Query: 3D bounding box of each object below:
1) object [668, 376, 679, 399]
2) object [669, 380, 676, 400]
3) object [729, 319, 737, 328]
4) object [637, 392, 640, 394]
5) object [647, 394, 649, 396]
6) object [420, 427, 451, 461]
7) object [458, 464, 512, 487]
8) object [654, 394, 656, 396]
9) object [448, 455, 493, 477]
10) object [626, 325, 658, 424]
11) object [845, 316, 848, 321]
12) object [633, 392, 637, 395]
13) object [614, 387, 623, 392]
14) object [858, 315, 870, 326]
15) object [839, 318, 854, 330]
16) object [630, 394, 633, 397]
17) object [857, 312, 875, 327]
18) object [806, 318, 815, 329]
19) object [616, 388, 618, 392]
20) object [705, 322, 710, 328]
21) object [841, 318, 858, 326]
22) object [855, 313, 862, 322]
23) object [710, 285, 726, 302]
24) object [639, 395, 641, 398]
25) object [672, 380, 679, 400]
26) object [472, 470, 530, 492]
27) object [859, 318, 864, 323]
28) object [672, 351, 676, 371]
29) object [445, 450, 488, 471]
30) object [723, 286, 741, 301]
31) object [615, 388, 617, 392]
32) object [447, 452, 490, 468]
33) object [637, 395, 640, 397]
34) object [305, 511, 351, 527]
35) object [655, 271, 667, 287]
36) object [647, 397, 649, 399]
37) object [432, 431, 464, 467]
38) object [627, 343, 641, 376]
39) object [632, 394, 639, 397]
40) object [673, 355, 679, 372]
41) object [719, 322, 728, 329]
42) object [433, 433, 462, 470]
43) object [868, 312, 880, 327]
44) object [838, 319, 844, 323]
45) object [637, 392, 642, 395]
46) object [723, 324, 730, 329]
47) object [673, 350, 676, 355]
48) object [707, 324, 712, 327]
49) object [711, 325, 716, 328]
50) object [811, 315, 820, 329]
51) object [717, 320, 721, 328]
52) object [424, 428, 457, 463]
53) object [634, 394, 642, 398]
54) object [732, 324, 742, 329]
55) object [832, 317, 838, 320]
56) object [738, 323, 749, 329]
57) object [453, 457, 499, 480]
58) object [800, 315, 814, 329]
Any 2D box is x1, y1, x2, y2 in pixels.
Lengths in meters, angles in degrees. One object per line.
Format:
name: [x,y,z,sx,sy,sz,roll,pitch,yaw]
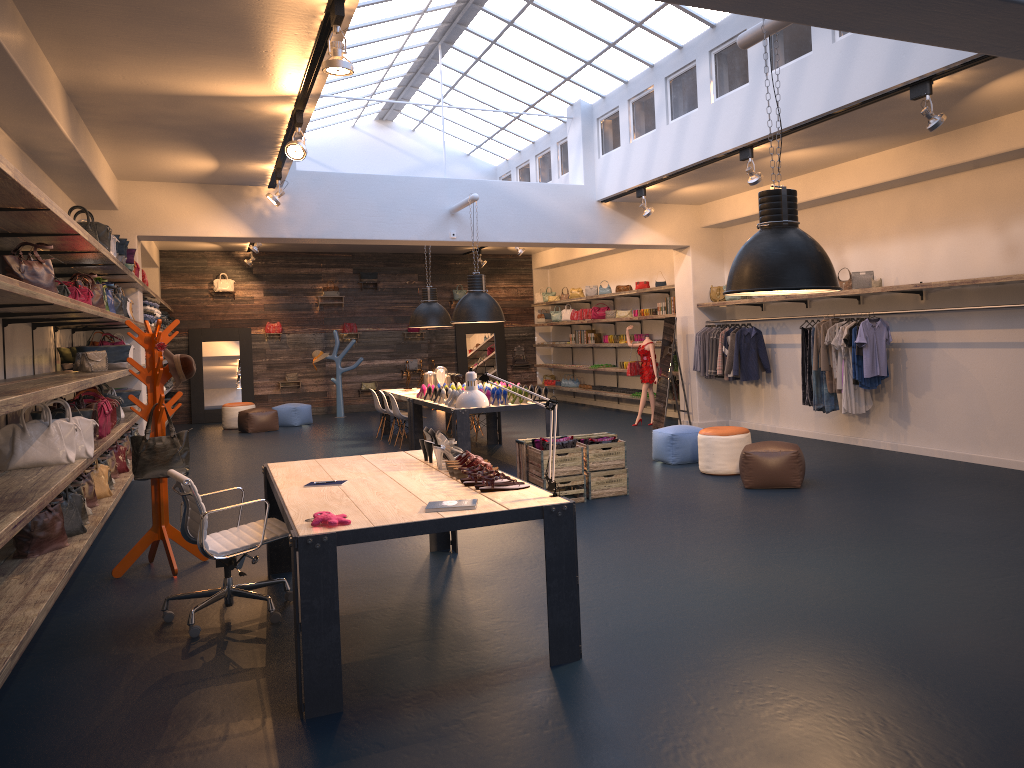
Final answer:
object: [2.785,0.058,15.034,0.389,0.390,0.172,-2,0,-11]
object: [2.825,0.092,14.873,0.395,0.339,0.206,-2,1,-17]
object: [3.311,-0.860,13.017,0.460,0.219,0.009,-3,0,-25]
object: [2.389,0.180,15.920,0.248,0.068,0.079,-3,2,-18]
object: [2.523,0.196,15.525,0.248,0.068,0.079,-3,2,-18]
object: [-0.465,0.384,5.696,0.298,0.224,0.111,-3,1,-24]
object: [-0.144,0.490,4.724,0.297,0.090,0.210,-3,3,-19]
object: [2.579,0.202,15.362,0.249,0.067,0.080,-3,2,-18]
object: [-0.241,0.465,4.999,0.270,0.117,0.096,-3,1,-16]
object: [2.230,-0.151,14.351,0.375,1.665,0.684,-2,0,-44]
object: [4.103,-0.769,10.644,0.321,0.198,0.011,-3,0,-25]
object: [2.333,0.177,15.992,0.250,0.063,0.078,-3,2,-20]
object: [2.087,0.115,17.103,0.186,0.088,0.066,-2,1,0]
object: [4.219,-0.746,10.316,0.459,0.219,0.009,-3,0,-25]
object: [4.127,-0.767,10.592,0.386,0.198,0.013,-3,0,-25]
object: [2.263,0.207,16.007,0.252,0.058,0.077,-3,2,-29]
object: [4.232,-0.761,10.266,0.432,0.179,0.016,-3,0,-24]
object: [3.900,-0.805,11.255,0.248,0.177,0.013,-3,0,-25]
object: [2.129,0.120,16.982,0.182,0.088,0.067,-2,1,7]
object: [3.075,-0.883,13.656,0.460,0.219,0.009,-3,0,-25]
object: [4.141,-0.776,10.551,0.386,0.177,0.013,-3,0,-25]
object: [4.171,-0.761,10.450,0.414,0.198,0.008,-3,0,-25]
object: [3.232,-1.402,13.496,0.315,0.284,0.206,-2,1,5]
object: [2.368,0.221,15.678,0.252,0.058,0.077,-3,2,-29]
object: [2.853,0.092,14.685,0.366,0.356,0.152,-2,0,-24]
object: [-0.055,0.497,4.519,0.296,0.090,0.201,-3,3,-23]
object: [4.194,-0.748,10.390,0.459,0.219,0.009,-3,0,-24]
object: [2.826,-0.389,14.779,0.395,0.339,0.206,-2,1,-17]
object: [-0.274,0.455,5.216,0.272,0.117,0.095,-3,1,-20]
object: [3.387,-1.441,13.207,0.356,0.367,0.182,-2,0,12]
object: [2.107,0.117,17.043,0.184,0.088,0.066,-2,1,4]
object: [-0.252,0.460,5.106,0.278,0.117,0.093,-3,2,-31]
object: [2.354,0.216,15.765,0.252,0.058,0.077,-3,2,-29]
object: [-0.811,0.582,3.803,0.169,0.051,0.285,-3,3,-25]
object: [2.577,-1.816,15.049,0.197,0.280,0.060,-2,0,6]
object: [2.489,0.233,15.370,0.252,0.058,0.077,-3,2,-29]
object: [-0.366,0.394,5.441,0.302,0.224,0.109,-3,1,-33]
object: [2.039,-0.414,14.533,0.083,0.553,0.346,-2,0,44]
object: [2.298,0.210,15.927,0.252,0.058,0.077,-3,2,-29]
object: [2.854,-0.390,14.590,0.366,0.356,0.152,-2,0,-24]
object: [3.227,-0.866,13.220,0.460,0.219,0.009,-3,0,-25]
object: [-0.344,0.400,5.308,0.302,0.224,0.109,-3,1,-33]
object: [4.257,-0.760,10.200,0.432,0.179,0.016,-3,0,-24]
object: [4.075,-0.762,10.739,0.460,0.219,0.009,-3,0,-25]
object: [2.389,0.183,15.831,0.248,0.064,0.081,-3,2,-18]
object: [3.257,-0.863,13.133,0.460,0.219,0.009,-3,0,-25]
object: [2.786,-0.423,14.940,0.389,0.390,0.172,-2,0,-11]
object: [3.096,-0.881,13.596,0.460,0.219,0.009,-3,0,-25]
object: [3.136,-0.878,13.490,0.460,0.219,0.009,-3,0,-25]
object: [3.936,-0.801,11.148,0.248,0.177,0.013,-3,0,-25]
object: [3.185,-0.872,13.346,0.460,0.219,0.009,-3,0,-25]
object: [-0.420,0.388,5.579,0.298,0.224,0.111,-3,1,-23]
object: [2.313,0.214,15.839,0.252,0.058,0.077,-3,2,-29]
object: [3.349,-0.855,12.908,0.460,0.219,0.009,-3,0,-25]
object: [4.032,-0.787,10.846,0.431,0.179,0.016,-3,0,-24]
object: [3.396,-0.846,12.739,0.460,0.219,0.009,-3,0,-25]
object: [-0.199,0.470,4.893,0.278,0.117,0.093,-3,2,-30]
object: [3.860,-0.810,11.371,0.248,0.177,0.013,-3,0,-25]
